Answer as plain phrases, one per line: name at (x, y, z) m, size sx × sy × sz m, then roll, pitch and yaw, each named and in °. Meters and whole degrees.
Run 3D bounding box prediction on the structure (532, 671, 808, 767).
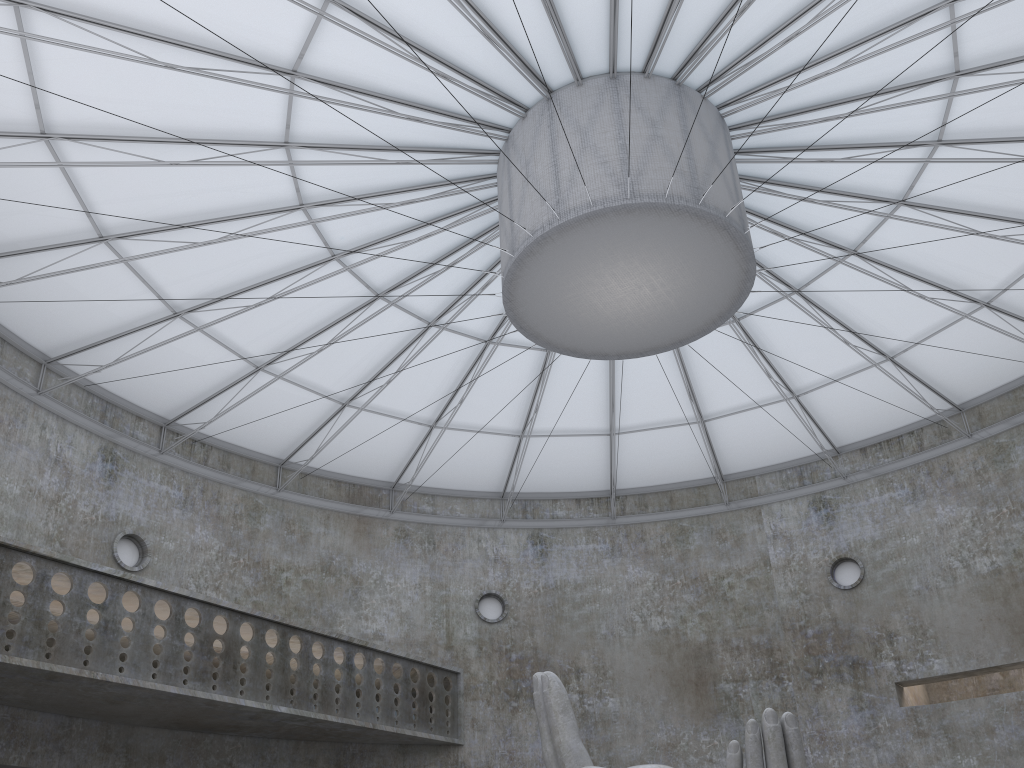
structure at (5.486, 7.738, 16.866) m, size 10.718 × 5.576 × 16.008 m, roll 2°, pitch -30°, yaw -8°
